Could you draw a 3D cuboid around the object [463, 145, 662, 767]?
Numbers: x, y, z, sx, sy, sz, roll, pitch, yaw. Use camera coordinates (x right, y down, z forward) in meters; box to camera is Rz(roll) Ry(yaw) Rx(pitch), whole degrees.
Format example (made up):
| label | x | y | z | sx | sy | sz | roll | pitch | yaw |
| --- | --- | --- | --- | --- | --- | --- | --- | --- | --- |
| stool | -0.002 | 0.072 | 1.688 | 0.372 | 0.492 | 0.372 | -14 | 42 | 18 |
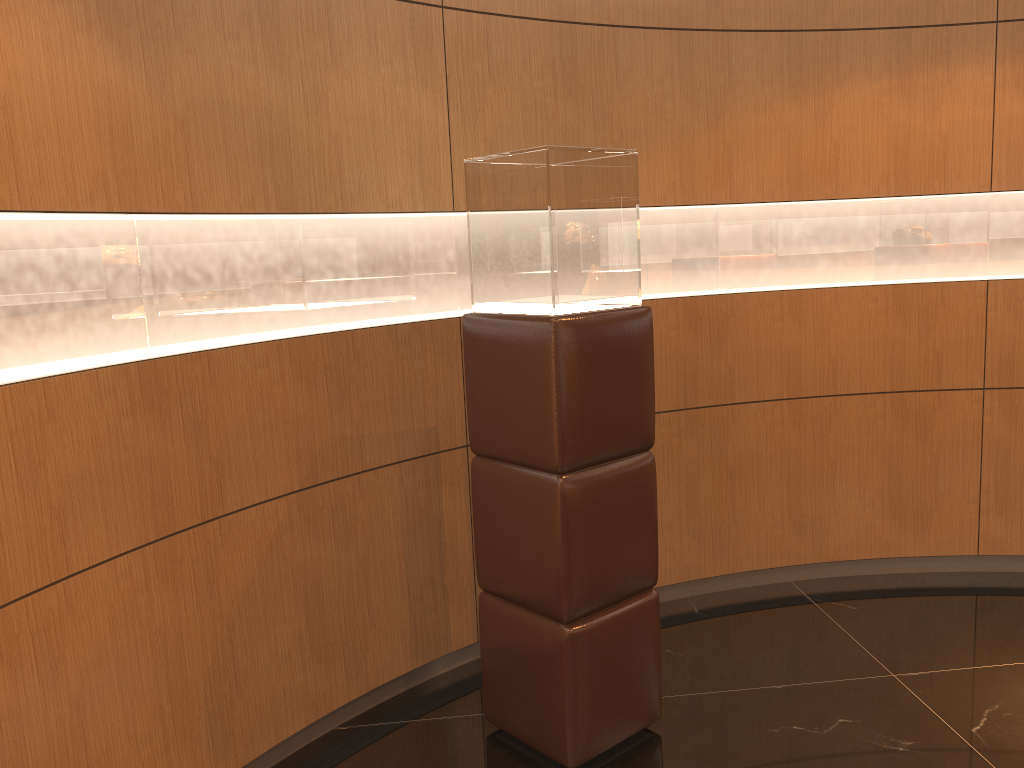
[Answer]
| label | x | y | z | sx | sy | sz | roll | pitch | yaw |
| --- | --- | --- | --- | --- | --- | --- | --- | --- | --- |
| object | 0.169 | 0.245 | 3.021 | 0.484 | 2.000 | 0.498 | -10 | 12 | -40 |
